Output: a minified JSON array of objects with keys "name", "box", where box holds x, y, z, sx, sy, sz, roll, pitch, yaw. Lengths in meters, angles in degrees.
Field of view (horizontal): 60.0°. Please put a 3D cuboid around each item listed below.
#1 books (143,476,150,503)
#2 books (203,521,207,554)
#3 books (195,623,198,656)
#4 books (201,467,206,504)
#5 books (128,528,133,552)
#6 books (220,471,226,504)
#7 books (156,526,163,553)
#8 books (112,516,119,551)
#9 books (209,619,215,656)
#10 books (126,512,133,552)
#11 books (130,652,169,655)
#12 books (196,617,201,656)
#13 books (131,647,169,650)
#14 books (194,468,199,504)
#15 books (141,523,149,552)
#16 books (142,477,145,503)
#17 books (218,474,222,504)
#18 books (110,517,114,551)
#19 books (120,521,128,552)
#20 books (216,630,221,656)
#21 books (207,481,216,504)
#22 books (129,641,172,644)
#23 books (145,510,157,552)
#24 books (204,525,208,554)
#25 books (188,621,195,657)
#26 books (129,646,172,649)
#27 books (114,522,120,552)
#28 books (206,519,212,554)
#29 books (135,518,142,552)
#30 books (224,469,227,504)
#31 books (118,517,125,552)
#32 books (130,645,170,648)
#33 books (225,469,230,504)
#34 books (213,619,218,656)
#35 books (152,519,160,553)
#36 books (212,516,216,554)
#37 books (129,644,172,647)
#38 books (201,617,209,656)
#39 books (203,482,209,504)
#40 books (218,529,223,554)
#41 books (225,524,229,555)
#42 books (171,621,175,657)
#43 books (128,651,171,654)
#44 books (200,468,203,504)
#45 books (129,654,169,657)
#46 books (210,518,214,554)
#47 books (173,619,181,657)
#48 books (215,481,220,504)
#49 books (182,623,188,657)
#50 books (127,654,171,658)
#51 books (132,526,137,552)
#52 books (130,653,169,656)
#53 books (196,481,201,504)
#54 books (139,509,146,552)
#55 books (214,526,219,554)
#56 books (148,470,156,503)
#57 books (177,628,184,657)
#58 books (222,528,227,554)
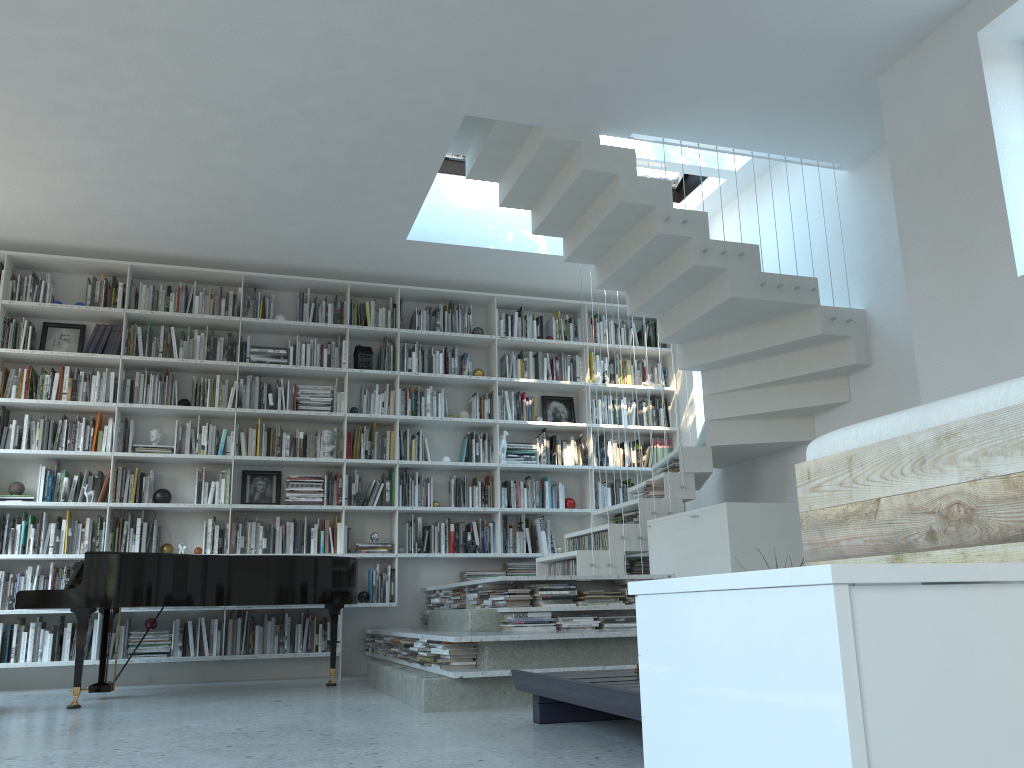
[{"name":"books","box":[-2.738,0.811,6.657,0.028,0.215,0.175,3,-15,-17]},{"name":"books","box":[-2.327,1.173,6.711,0.012,0.253,0.161,3,-15,-17]},{"name":"books","box":[-2.317,1.880,6.522,0.011,0.231,0.174,3,-15,-17]},{"name":"books","box":[-2.364,0.795,6.793,0.012,0.297,0.166,3,-15,-17]},{"name":"books","box":[-2.808,1.172,6.549,0.024,0.195,0.157,3,-15,-17]},{"name":"books","box":[-2.226,0.815,6.824,0.027,0.269,0.178,3,-15,-17]},{"name":"books","box":[-2.629,1.176,6.613,0.023,0.211,0.160,3,-15,-17]},{"name":"books","box":[-2.920,1.123,6.524,0.013,0.282,0.147,3,-15,-17]},{"name":"books","box":[-2.224,1.877,6.573,0.025,0.258,0.133,3,-15,-17]},{"name":"books","box":[-2.826,1.113,6.553,0.014,0.312,0.166,3,-15,-17]},{"name":"books","box":[-2.622,1.949,6.422,0.254,0.007,0.161,3,-15,-16]},{"name":"books","box":[-2.304,1.858,6.523,0.012,0.274,0.180,3,-15,-17]},{"name":"books","box":[-2.620,1.914,6.424,0.254,0.007,0.161,4,-15,-21]},{"name":"books","box":[-2.409,0.798,6.774,0.012,0.284,0.160,3,-15,-17]},{"name":"books","box":[-2.728,1.157,6.589,0.029,0.240,0.136,3,-15,-17]},{"name":"books","box":[-2.758,0.815,6.653,0.011,0.207,0.180,3,-15,-17]},{"name":"books","box":[-2.242,0.824,6.809,0.012,0.244,0.171,3,-15,-17]},{"name":"books","box":[-2.936,1.129,6.528,0.013,0.275,0.147,3,-15,-17]},{"name":"books","box":[-2.853,1.143,6.538,0.042,0.247,0.163,3,-15,-17]},{"name":"books","box":[-2.172,1.915,6.565,0.024,0.179,0.172,3,-15,-17]},{"name":"books","box":[-2.299,0.850,6.791,0.057,0.188,0.156,3,-15,-17]},{"name":"books","box":[-2.623,1.876,6.443,0.285,0.007,0.160,3,-15,-17]},{"name":"books","box":[-2.687,1.113,6.596,0.050,0.327,0.167,3,-15,-17]},{"name":"books","box":[-2.316,1.189,6.719,0.015,0.225,0.148,3,-15,-17]},{"name":"books","box":[-2.353,1.868,6.516,0.062,0.252,0.178,3,-15,-17]},{"name":"books","box":[-2.620,1.907,6.425,0.285,0.007,0.160,4,-15,-21]},{"name":"books","box":[-2.898,1.145,6.523,0.030,0.238,0.157,3,-15,-17]},{"name":"books","box":[-2.291,1.165,6.713,0.027,0.268,0.159,3,-15,-17]},{"name":"books","box":[-2.762,1.137,6.564,0.027,0.268,0.185,3,-15,-17]},{"name":"books","box":[-2.205,0.809,6.822,0.011,0.278,0.188,3,-15,-17]},{"name":"books","box":[-2.876,1.128,6.525,0.012,0.271,0.181,3,-15,-17]},{"name":"books","box":[-2.622,1.902,6.433,0.254,0.007,0.161,3,-15,-16]},{"name":"books","box":[-2.190,0.809,6.830,0.021,0.281,0.162,3,-15,-17]},{"name":"books","box":[-2.191,1.870,6.552,0.024,0.259,0.190,3,-15,-17]},{"name":"books","box":[-2.649,1.147,6.598,0.027,0.260,0.164,3,-15,-17]},{"name":"books","box":[-2.265,1.158,6.734,0.014,0.290,0.132,3,-14,-17]},{"name":"books","box":[-2.619,1.893,6.427,0.285,0.007,0.160,5,-16,-22]},{"name":"books","box":[-2.267,1.863,6.548,0.073,0.275,0.181,3,-15,-17]},{"name":"books","box":[-2.345,0.854,6.792,0.030,0.182,0.155,3,-15,-17]},{"name":"books","box":[-2.219,1.211,6.748,0.031,0.194,0.142,3,-15,-17]},{"name":"books","box":[-2.177,1.193,6.780,0.019,0.241,0.107,3,-14,-17]},{"name":"books","box":[-2.471,1.860,6.476,0.012,0.253,0.161,3,-15,-17]},{"name":"books","box":[-2.620,1.940,6.417,0.285,0.007,0.160,4,-15,-21]},{"name":"books","box":[-2.376,0.799,6.792,0.011,0.291,0.156,3,-15,-17]},{"name":"books","box":[-2.620,1.960,6.412,0.254,0.007,0.161,2,-15,-13]},{"name":"books","box":[-2.277,1.165,6.733,0.010,0.276,0.156,3,-15,-17]},{"name":"books","box":[-2.455,1.860,6.498,0.031,0.265,0.145,3,-15,-17]},{"name":"books","box":[-2.262,0.853,6.807,0.024,0.187,0.173,3,-15,-17]},{"name":"books","box":[-2.398,1.876,6.512,0.028,0.237,0.136,3,-15,-17]},{"name":"books","box":[-2.623,1.969,6.419,0.285,0.007,0.160,3,-15,-17]},{"name":"books","box":[-2.786,1.163,6.554,0.021,0.214,0.172,3,-15,-17]},{"name":"books","box":[-2.623,1.956,6.422,0.254,0.007,0.161,3,-15,-17]},{"name":"books","box":[-2.389,0.846,6.764,0.025,0.185,0.154,3,-15,-17]},{"name":"books","box":[-2.751,1.111,6.602,0.013,0.338,0.138,3,-14,-17]},{"name":"books","box":[-2.242,1.191,6.724,0.029,0.220,0.153,3,-15,-17]},{"name":"books","box":[-2.716,0.792,6.684,0.028,0.265,0.145,3,-15,-17]},{"name":"books","box":[-2.421,1.889,6.488,0.029,0.201,0.178,3,-15,-17]},{"name":"books","box":[-2.189,1.206,6.745,0.024,0.200,0.159,3,-15,-17]}]
